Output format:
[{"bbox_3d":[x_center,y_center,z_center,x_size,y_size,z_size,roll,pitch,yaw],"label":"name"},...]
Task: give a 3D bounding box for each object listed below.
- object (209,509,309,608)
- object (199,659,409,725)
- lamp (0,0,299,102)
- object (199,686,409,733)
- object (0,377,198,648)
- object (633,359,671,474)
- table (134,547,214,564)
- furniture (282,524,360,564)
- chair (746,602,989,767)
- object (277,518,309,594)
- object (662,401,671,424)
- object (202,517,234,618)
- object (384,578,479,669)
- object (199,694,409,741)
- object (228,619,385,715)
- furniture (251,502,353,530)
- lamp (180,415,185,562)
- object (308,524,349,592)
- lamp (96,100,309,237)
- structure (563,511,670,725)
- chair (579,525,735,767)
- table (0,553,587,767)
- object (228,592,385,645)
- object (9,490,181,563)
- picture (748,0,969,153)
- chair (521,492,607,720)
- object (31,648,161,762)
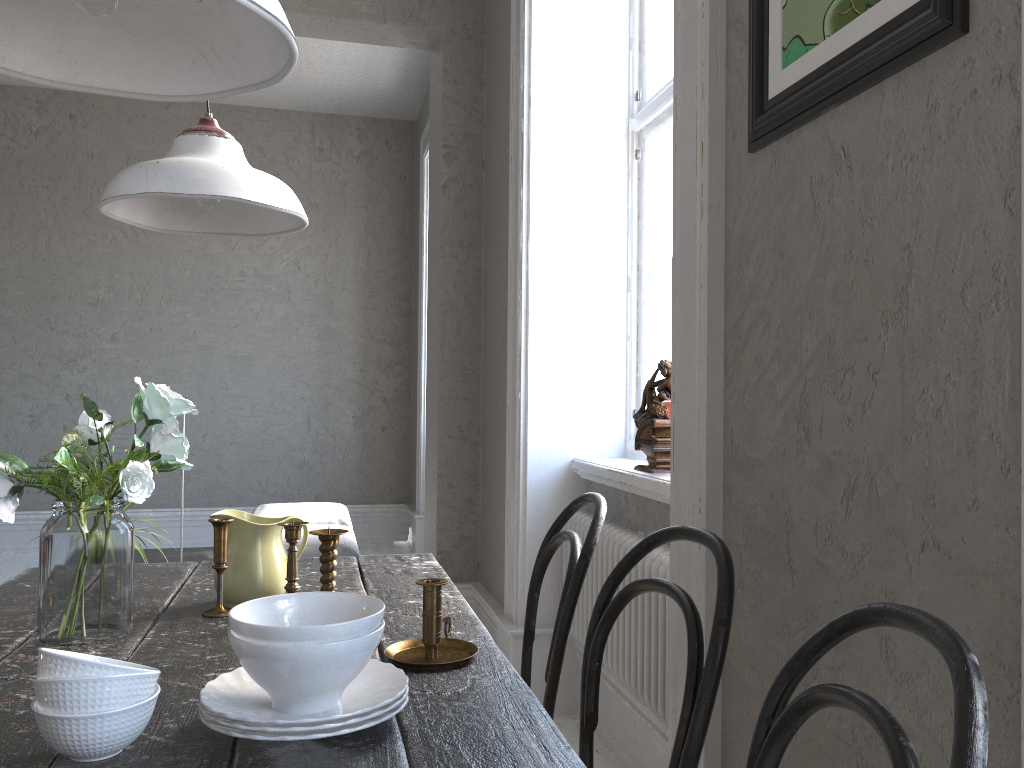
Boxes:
[{"bbox_3d":[-0.480,0.323,1.662,0.133,0.170,0.153,0,-1,38],"label":"object"},{"bbox_3d":[-0.243,0.369,1.050,0.236,0.027,0.239,0,-1,9],"label":"object"},{"bbox_3d":[-0.389,-1.256,0.859,0.381,1.858,0.377,1,-1,-6],"label":"lamp"},{"bbox_3d":[-0.243,0.377,1.050,0.232,0.027,0.242,0,-1,44],"label":"object"},{"bbox_3d":[-0.669,0.194,1.406,0.315,0.414,0.248,1,-1,-15],"label":"object"},{"bbox_3d":[0.432,0.093,2.634,0.121,0.329,0.235,1,-1,-11],"label":"object"},{"bbox_3d":[-1.808,1.024,4.118,0.858,0.303,1.297,1,-1,-13],"label":"table"},{"bbox_3d":[-1.026,0.935,4.192,0.589,0.476,0.819,1,-1,-13],"label":"furniture"},{"bbox_3d":[0.121,0.671,0.800,0.550,0.920,0.437,1,-1,-1],"label":"chair"},{"bbox_3d":[-0.388,0.321,1.564,0.061,0.172,0.062,0,-1,8],"label":"object"},{"bbox_3d":[0.521,-0.243,2.262,0.265,0.991,0.274,0,-1,26],"label":"object"},{"bbox_3d":[-0.516,0.322,1.567,0.059,0.167,0.059,1,-1,0],"label":"object"},{"bbox_3d":[-0.119,0.349,1.314,0.142,0.112,0.137,1,-1,-31],"label":"object"},{"bbox_3d":[-0.243,0.386,1.049,0.237,0.027,0.238,1,-1,4],"label":"object"},{"bbox_3d":[-0.242,0.333,1.051,0.182,0.094,0.177,1,-1,-22],"label":"object"},{"bbox_3d":[-1.235,0.950,5.144,0.589,0.476,0.819,1,-1,-13],"label":"furniture"},{"bbox_3d":[-1.474,0.454,3.842,0.248,0.839,0.140,0,-1,21],"label":"lamp"},{"bbox_3d":[-0.313,0.321,1.510,0.098,0.172,0.094,1,-1,-32],"label":"object"},{"bbox_3d":[-0.578,-1.243,1.724,0.373,1.858,0.385,0,-1,24],"label":"lamp"},{"bbox_3d":[0.351,0.644,2.509,0.150,0.428,1.209,1,-1,-14],"label":"structure"},{"bbox_3d":[0.035,0.679,1.275,0.556,0.920,0.432,1,-1,-16],"label":"chair"},{"bbox_3d":[-0.443,0.765,1.172,0.914,0.735,1.900,1,-1,-13],"label":"table"},{"bbox_3d":[-0.242,0.313,1.051,0.182,0.094,0.177,1,-1,-22],"label":"object"},{"bbox_3d":[-1.920,0.671,4.124,0.729,0.420,0.665,1,-1,4],"label":"object"},{"bbox_3d":[0.465,-0.709,1.273,0.020,0.619,0.516,1,-1,-12],"label":"picture"},{"bbox_3d":[-0.086,0.687,1.811,0.552,0.920,0.436,1,-1,-6],"label":"chair"},{"bbox_3d":[-0.446,0.336,0.954,0.124,0.119,0.128,1,-1,2],"label":"object"}]
